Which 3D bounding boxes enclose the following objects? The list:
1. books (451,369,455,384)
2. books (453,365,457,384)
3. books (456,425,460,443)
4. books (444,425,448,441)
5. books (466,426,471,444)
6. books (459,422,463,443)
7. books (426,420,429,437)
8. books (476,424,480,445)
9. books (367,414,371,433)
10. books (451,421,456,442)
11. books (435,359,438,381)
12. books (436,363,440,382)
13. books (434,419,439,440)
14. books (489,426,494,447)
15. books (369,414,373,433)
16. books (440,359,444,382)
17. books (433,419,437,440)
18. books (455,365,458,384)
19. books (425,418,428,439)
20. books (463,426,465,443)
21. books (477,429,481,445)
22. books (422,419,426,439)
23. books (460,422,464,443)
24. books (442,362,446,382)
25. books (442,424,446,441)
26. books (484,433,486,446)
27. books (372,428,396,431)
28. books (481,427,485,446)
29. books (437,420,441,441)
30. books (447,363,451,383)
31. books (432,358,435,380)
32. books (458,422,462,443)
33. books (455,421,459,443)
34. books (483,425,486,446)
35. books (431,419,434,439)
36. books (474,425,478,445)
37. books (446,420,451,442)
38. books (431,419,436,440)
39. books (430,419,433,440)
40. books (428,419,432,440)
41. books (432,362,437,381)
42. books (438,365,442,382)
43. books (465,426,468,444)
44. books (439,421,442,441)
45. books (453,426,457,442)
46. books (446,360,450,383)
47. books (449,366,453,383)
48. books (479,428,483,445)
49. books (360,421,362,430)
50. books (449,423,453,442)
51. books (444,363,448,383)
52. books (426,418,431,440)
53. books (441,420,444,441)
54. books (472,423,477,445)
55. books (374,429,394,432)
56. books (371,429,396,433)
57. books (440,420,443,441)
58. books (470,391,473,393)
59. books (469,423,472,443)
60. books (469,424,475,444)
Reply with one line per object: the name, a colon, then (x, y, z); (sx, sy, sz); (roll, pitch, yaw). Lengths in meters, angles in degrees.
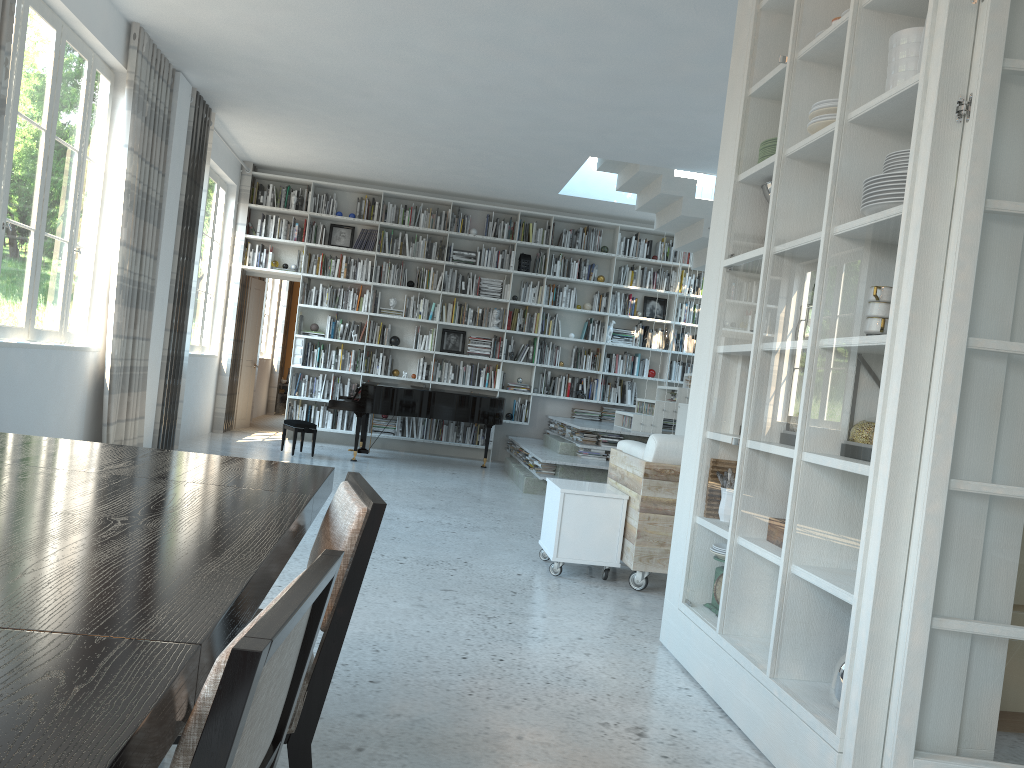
books: (-0.742, -0.099, 11.032); (0.029, 0.184, 0.174); (7, 1, -7)
books: (-0.711, -0.123, 11.043); (0.029, 0.238, 0.165); (7, 1, -7)
books: (-0.678, 0.622, 11.076); (0.022, 0.213, 0.167); (7, 1, -7)
books: (-0.827, 0.612, 11.078); (0.030, 0.197, 0.143); (7, 1, -7)
books: (-0.551, 0.639, 11.081); (0.029, 0.210, 0.170); (7, 1, -7)
books: (-0.641, 0.589, 11.071); (0.014, 0.288, 0.184); (7, 1, -7)
books: (-1.060, 0.564, 11.046); (0.010, 0.238, 0.134); (7, 1, -7)
books: (-0.434, 0.628, 11.098); (0.011, 0.258, 0.171); (7, 1, -7)
books: (-1.769, 0.485, 10.957); (0.027, 0.227, 0.139); (7, 1, -7)
books: (-0.738, 0.591, 11.079); (0.028, 0.261, 0.132); (7, 1, -7)
books: (-0.942, -0.169, 11.024); (0.011, 0.275, 0.145); (7, 1, -7)
books: (-0.924, -0.146, 11.016); (0.027, 0.234, 0.167); (7, 1, -7)
books: (-0.934, 0.542, 11.046); (0.034, 0.311, 0.170); (7, 1, -7)
books: (-0.266, 0.643, 11.058); (0.038, 0.269, 0.277); (7, 1, -7)
books: (-1.740, 0.461, 10.960); (0.027, 0.282, 0.129); (7, 1, -7)
books: (-0.874, -0.169, 11.050); (0.027, 0.290, 0.140); (7, 1, -7)
books: (-0.955, 0.526, 11.042); (0.012, 0.337, 0.144); (7, 1, -7)
books: (-0.692, -0.117, 11.055); (0.013, 0.230, 0.138); (7, 1, -7)
books: (-1.070, 0.555, 11.041); (0.012, 0.254, 0.161); (7, 1, -7)
books: (-0.598, 0.632, 11.102); (0.040, 0.212, 0.129); (7, 1, -7)
books: (-0.422, 0.663, 11.110); (0.024, 0.191, 0.155); (7, 1, -7)
books: (-1.097, 0.560, 11.046); (0.021, 0.237, 0.115); (7, 1, -7)
books: (-0.626, 0.603, 11.089); (0.024, 0.262, 0.131); (7, 1, -7)
books: (-0.851, -0.144, 11.048); (0.024, 0.247, 0.132); (7, 1, -7)
books: (-0.851, 0.605, 11.045); (0.028, 0.206, 0.174); (7, 1, -7)
books: (-0.331, 0.661, 11.107); (0.029, 0.218, 0.190); (7, 1, -7)
books: (-1.586, 0.562, 10.978); (0.285, 0.007, 0.159); (7, 0, -5)
books: (-0.372, 0.651, 11.117); (0.028, 0.227, 0.162); (7, 1, -7)
books: (-0.911, 0.577, 11.061); (0.022, 0.247, 0.143); (7, 1, -7)
books: (-0.789, -0.135, 11.053); (0.021, 0.244, 0.141); (7, 1, -7)
books: (-0.982, -0.179, 11.029); (0.012, 0.285, 0.159); (7, 1, -7)
books: (-0.652, 0.563, 11.068); (0.014, 0.336, 0.182); (7, 1, -7)
books: (-0.690, 0.584, 11.069); (0.013, 0.285, 0.184); (7, 1, -7)
books: (-0.350, 0.639, 11.111); (0.013, 0.256, 0.176); (7, 1, -7)
books: (-0.997, 0.561, 11.059); (0.010, 0.259, 0.131); (7, 1, -7)
books: (-0.456, 0.635, 11.110); (0.028, 0.239, 0.140); (7, 1, -7)
books: (-0.792, 0.568, 11.069); (0.026, 0.294, 0.155); (7, 1, -7)
books: (-0.978, 0.561, 11.051); (0.025, 0.263, 0.144); (7, 1, -7)
books: (-1.002, 0.519, 11.045); (0.014, 0.340, 0.139); (7, 1, -7)
books: (-1.016, 0.538, 11.027); (0.014, 0.301, 0.184); (7, 1, -7)
books: (-0.964, -0.156, 11.029); (0.029, 0.244, 0.154); (7, 1, -7)
books: (-0.902, -0.131, 11.031); (0.024, 0.208, 0.170); (7, 1, -7)
books: (-0.570, 0.638, 11.074); (0.010, 0.206, 0.180); (7, 1, -7)
books: (-0.894, 0.583, 11.059); (0.012, 0.239, 0.128); (7, 1, -7)
books: (-0.715, 0.622, 11.080); (0.024, 0.203, 0.144); (7, 1, -7)
books: (-0.801, -0.156, 11.032); (0.013, 0.282, 0.166); (7, 1, -7)
books: (-0.766, -0.119, 11.034); (0.023, 0.217, 0.174); (7, 1, -7)
books: (-0.397, 0.659, 11.103); (0.022, 0.205, 0.191); (7, 1, -7)
books: (-1.871, 0.487, 10.947); (0.025, 0.198, 0.160); (7, 1, -7)
books: (-0.768, 0.600, 11.076); (0.030, 0.235, 0.138); (7, 1, -7)
books: (-0.824, -0.140, 11.034); (0.027, 0.246, 0.179); (7, 1, -7)
books: (-1.038, 0.557, 11.024); (0.026, 0.256, 0.183); (7, 1, -7)
books: (-0.870, 0.578, 11.067); (0.012, 0.255, 0.150); (7, 1, -7)
books: (-0.469, 0.595, 11.084); (0.013, 0.317, 0.186); (7, 1, -7)
books: (-1.586, 0.569, 10.974); (0.254, 0.007, 0.161); (7, 0, -11)
books: (-1.587, 0.576, 10.971); (0.285, 0.007, 0.159); (7, 0, -2)
books: (-0.881, 0.566, 11.065); (0.012, 0.276, 0.154); (7, 1, -7)
books: (-0.520, 0.243, 11.016); (0.013, 0.303, 0.181); (7, 1, -7)
books: (-0.526, 0.600, 11.083); (0.011, 0.293, 0.184); (7, 1, -7)
books: (-0.501, 0.624, 11.077); (0.044, 0.251, 0.186); (7, 1, -7)
